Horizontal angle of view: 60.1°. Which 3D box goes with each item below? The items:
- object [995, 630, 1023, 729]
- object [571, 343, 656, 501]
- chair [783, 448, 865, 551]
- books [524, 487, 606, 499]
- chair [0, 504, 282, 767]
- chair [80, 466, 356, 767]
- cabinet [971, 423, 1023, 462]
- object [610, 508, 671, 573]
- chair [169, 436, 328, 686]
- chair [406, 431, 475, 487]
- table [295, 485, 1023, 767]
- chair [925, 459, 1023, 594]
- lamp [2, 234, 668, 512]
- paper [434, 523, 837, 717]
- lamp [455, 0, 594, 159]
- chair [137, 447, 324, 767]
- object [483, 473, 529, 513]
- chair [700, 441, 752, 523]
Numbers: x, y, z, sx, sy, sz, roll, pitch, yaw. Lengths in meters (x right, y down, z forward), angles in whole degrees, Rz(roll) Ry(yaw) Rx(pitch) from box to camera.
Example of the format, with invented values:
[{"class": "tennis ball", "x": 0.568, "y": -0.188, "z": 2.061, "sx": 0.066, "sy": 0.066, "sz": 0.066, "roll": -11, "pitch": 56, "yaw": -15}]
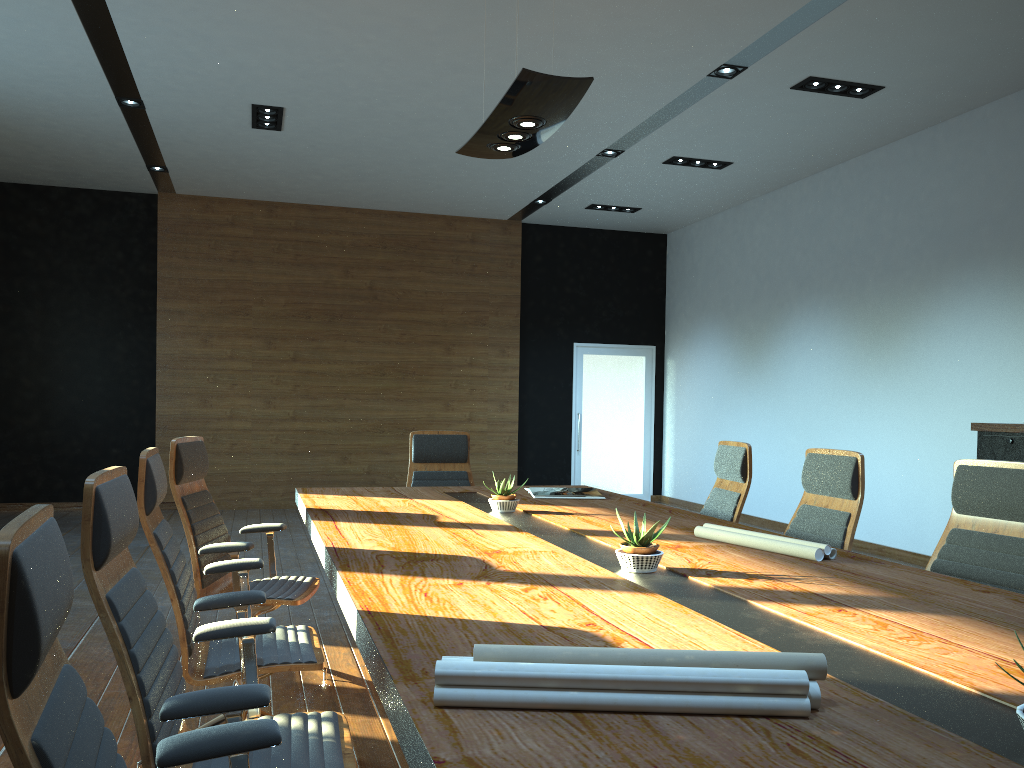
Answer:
[{"class": "object", "x": 0.816, "y": 0.445, "z": 1.274, "sx": 0.153, "sy": 0.188, "sz": 0.177, "roll": 1, "pitch": 0, "yaw": -28}, {"class": "object", "x": 1.365, "y": 0.544, "z": 12.155, "sx": 1.198, "sy": 2.162, "sz": 0.200, "roll": 1, "pitch": 1, "yaw": -16}, {"class": "chair", "x": 1.117, "y": 0.846, "z": 3.854, "sx": 0.696, "sy": 1.128, "sz": 0.706, "roll": 1, "pitch": 0, "yaw": -16}, {"class": "books", "x": 0.289, "y": 0.604, "z": 5.008, "sx": 0.389, "sy": 0.033, "sz": 0.544, "roll": 1, "pitch": -1, "yaw": -5}, {"class": "chair", "x": -0.400, "y": 0.754, "z": 1.366, "sx": 0.696, "sy": 1.128, "sz": 0.706, "roll": 1, "pitch": 0, "yaw": -20}, {"class": "chair", "x": -0.656, "y": 0.771, "z": 2.164, "sx": 0.696, "sy": 1.128, "sz": 0.706, "roll": 1, "pitch": 0, "yaw": -14}, {"class": "cabinet", "x": 3.822, "y": 0.866, "z": 5.045, "sx": 0.767, "sy": 1.233, "sz": 2.347, "roll": 1, "pitch": -1, "yaw": -16}, {"class": "object", "x": 0.391, "y": 0.475, "z": 2.702, "sx": 0.153, "sy": 0.188, "sz": 0.177, "roll": 1, "pitch": 0, "yaw": 24}, {"class": "chair", "x": -1.196, "y": 0.813, "z": 4.113, "sx": 0.696, "sy": 1.128, "sz": 0.706, "roll": 1, "pitch": 0, "yaw": -1}, {"class": "chair", "x": -0.404, "y": 0.863, "z": 5.497, "sx": 0.706, "sy": 1.128, "sz": 0.695, "roll": 1, "pitch": 0, "yaw": -14}, {"class": "table", "x": 0.376, "y": 0.964, "z": 2.719, "sx": 1.785, "sy": 0.797, "sz": 5.540, "roll": 1, "pitch": -1, "yaw": -16}, {"class": "chair", "x": 1.467, "y": 0.831, "z": 3.057, "sx": 0.696, "sy": 1.128, "sz": 0.706, "roll": 1, "pitch": 0, "yaw": -24}, {"class": "lamp", "x": -1.681, "y": -0.385, "z": 8.536, "sx": 9.393, "sy": 3.710, "sz": 16.679, "roll": 1, "pitch": -1, "yaw": -16}, {"class": "paper", "x": 0.569, "y": 0.518, "z": 2.341, "sx": 0.628, "sy": 0.083, "sz": 2.242, "roll": 0, "pitch": -2, "yaw": 24}, {"class": "lamp", "x": 0.025, "y": -1.729, "z": 4.050, "sx": 0.340, "sy": 1.200, "sz": 1.196, "roll": 1, "pitch": 0, "yaw": -16}, {"class": "chair", "x": -0.941, "y": 0.791, "z": 3.107, "sx": 0.696, "sy": 1.128, "sz": 0.706, "roll": 1, "pitch": 0, "yaw": -16}, {"class": "object", "x": -0.038, "y": 0.505, "z": 4.159, "sx": 0.177, "sy": 0.188, "sz": 0.153, "roll": 1, "pitch": 0, "yaw": -41}, {"class": "chair", "x": 0.869, "y": 0.863, "z": 4.687, "sx": 0.696, "sy": 1.128, "sz": 0.706, "roll": 1, "pitch": 0, "yaw": -9}]
